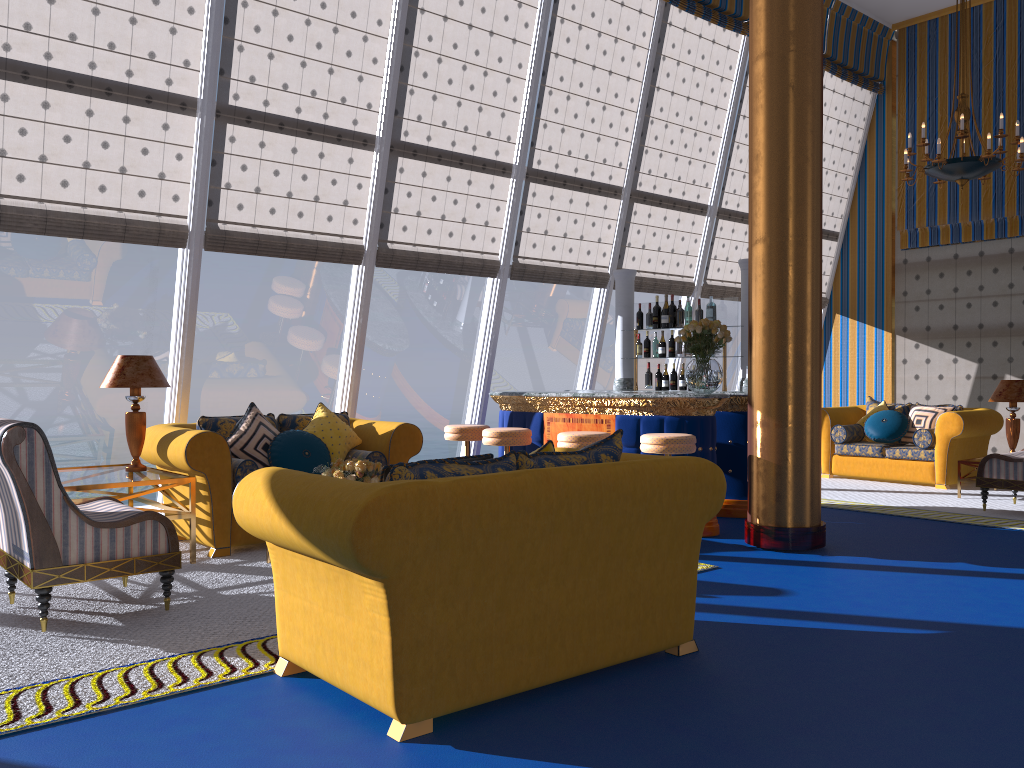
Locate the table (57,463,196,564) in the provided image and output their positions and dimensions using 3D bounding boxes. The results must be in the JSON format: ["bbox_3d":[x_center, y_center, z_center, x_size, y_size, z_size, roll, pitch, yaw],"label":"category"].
[{"bbox_3d":[-2.847,0.867,5.714,1.163,0.550,1.224,-1,1,-41],"label":"table"}]

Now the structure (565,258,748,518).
[{"bbox_3d":[1.420,0.028,8.131,2.287,2.196,0.777,0,1,40],"label":"structure"}]

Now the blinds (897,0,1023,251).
[{"bbox_3d":[5.980,-3.246,10.723,0.153,2.991,2.632,-1,1,-41],"label":"blinds"}]

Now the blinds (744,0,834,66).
[{"bbox_3d":[3.229,-4.263,10.390,1.540,0.830,0.335,-1,1,-41],"label":"blinds"}]

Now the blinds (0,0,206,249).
[{"bbox_3d":[-2.670,-2.698,5.816,1.379,3.395,0.865,-1,1,-41],"label":"blinds"}]

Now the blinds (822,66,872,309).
[{"bbox_3d":[4.206,-2.746,11.802,1.379,3.395,0.865,-1,1,-41],"label":"blinds"}]

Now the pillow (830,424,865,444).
[{"bbox_3d":[3.906,0.576,10.322,0.381,0.219,0.213,0,1,-36],"label":"pillow"}]

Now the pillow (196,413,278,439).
[{"bbox_3d":[-2.015,0.493,6.520,0.614,0.549,0.244,-1,1,-44],"label":"pillow"}]

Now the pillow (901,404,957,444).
[{"bbox_3d":[4.619,0.458,9.864,0.331,0.456,0.516,-1,1,-41],"label":"pillow"}]

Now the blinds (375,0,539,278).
[{"bbox_3d":[-0.391,-2.714,7.801,1.379,3.395,0.865,-1,1,-41],"label":"blinds"}]

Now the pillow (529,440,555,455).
[{"bbox_3d":[0.074,0.485,3.862,0.617,0.491,0.229,-1,1,-36],"label":"pillow"}]

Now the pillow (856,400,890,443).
[{"bbox_3d":[4.289,0.437,10.302,0.234,0.491,0.605,-1,1,-36],"label":"pillow"}]

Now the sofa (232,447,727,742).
[{"bbox_3d":[-0.077,0.735,3.690,1.867,0.854,1.000,0,1,-39],"label":"sofa"}]

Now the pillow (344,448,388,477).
[{"bbox_3d":[-1.131,0.606,6.730,0.217,0.219,0.369,-1,1,-41],"label":"pillow"}]

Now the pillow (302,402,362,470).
[{"bbox_3d":[-1.390,0.434,6.737,0.580,0.583,0.327,0,1,-21],"label":"pillow"}]

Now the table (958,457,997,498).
[{"bbox_3d":[4.991,0.928,8.557,0.916,0.369,0.964,0,1,-41],"label":"table"}]

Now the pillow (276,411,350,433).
[{"bbox_3d":[-1.553,0.491,6.923,0.617,0.546,0.244,-1,1,-44],"label":"pillow"}]

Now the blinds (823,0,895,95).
[{"bbox_3d":[4.405,-4.272,11.414,1.540,0.830,0.335,-1,1,-41],"label":"blinds"}]

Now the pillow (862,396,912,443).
[{"bbox_3d":[4.377,0.481,10.442,0.357,0.673,0.595,-1,1,-33],"label":"pillow"}]

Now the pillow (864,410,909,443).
[{"bbox_3d":[4.224,0.480,10.010,0.458,0.367,0.392,0,1,10],"label":"pillow"}]

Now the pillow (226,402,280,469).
[{"bbox_3d":[-1.805,0.440,6.378,0.698,0.619,0.277,-1,1,-43],"label":"pillow"}]

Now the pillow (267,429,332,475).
[{"bbox_3d":[-1.527,0.533,6.397,0.478,0.404,0.317,0,1,-28],"label":"pillow"}]

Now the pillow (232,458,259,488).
[{"bbox_3d":[-1.884,0.612,6.064,0.176,0.219,0.369,-1,1,-41],"label":"pillow"}]

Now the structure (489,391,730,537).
[{"bbox_3d":[0.716,0.600,7.297,2.287,1.065,0.777,0,1,38],"label":"structure"}]

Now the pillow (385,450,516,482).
[{"bbox_3d":[-0.236,0.565,3.381,0.620,0.610,0.336,-1,1,-36],"label":"pillow"}]

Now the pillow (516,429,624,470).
[{"bbox_3d":[0.211,0.530,3.777,0.606,0.673,0.350,-1,1,-33],"label":"pillow"}]

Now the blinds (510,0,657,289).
[{"bbox_3d":[0.776,-2.722,8.817,1.379,3.395,0.865,-1,1,-41],"label":"blinds"}]

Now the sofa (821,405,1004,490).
[{"bbox_3d":[4.462,0.686,10.160,1.022,0.854,1.828,-1,1,-39],"label":"sofa"}]

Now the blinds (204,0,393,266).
[{"bbox_3d":[-1.533,-2.706,6.807,1.379,3.395,0.865,-1,1,-41],"label":"blinds"}]

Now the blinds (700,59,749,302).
[{"bbox_3d":[3.074,-2.738,10.817,1.379,3.395,0.865,-1,1,-41],"label":"blinds"}]

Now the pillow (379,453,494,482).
[{"bbox_3d":[-0.372,0.506,3.523,0.527,0.456,0.324,-1,1,-41],"label":"pillow"}]

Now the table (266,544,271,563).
[{"bbox_3d":[-0.904,0.955,5.585,0.916,0.369,0.964,0,1,-41],"label":"table"}]

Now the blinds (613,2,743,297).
[{"bbox_3d":[1.898,-2.730,9.793,1.379,3.395,0.865,-1,1,-41],"label":"blinds"}]

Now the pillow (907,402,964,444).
[{"bbox_3d":[4.765,0.515,10.004,0.343,0.610,0.607,-1,1,-36],"label":"pillow"}]

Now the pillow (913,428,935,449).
[{"bbox_3d":[4.520,0.580,9.562,0.376,0.219,0.213,0,1,-36],"label":"pillow"}]

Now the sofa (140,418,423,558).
[{"bbox_3d":[-1.701,0.705,6.636,1.865,0.854,0.991,0,1,-41],"label":"sofa"}]

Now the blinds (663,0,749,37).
[{"bbox_3d":[2.055,-4.255,9.369,1.540,0.830,0.335,-1,1,-41],"label":"blinds"}]
